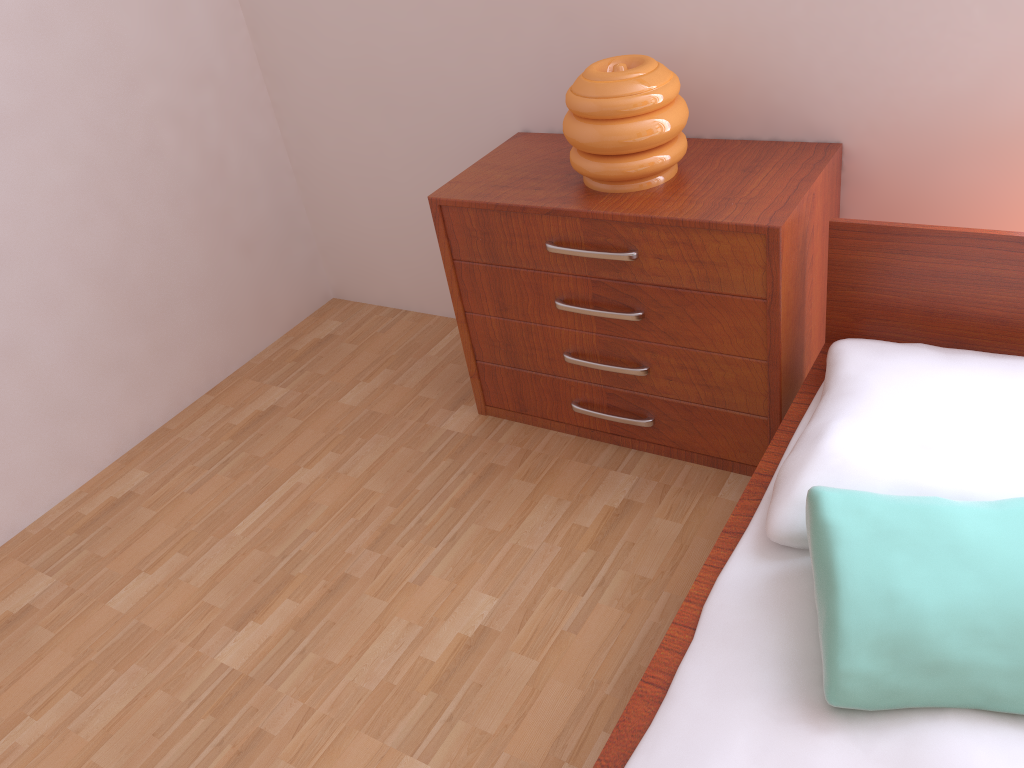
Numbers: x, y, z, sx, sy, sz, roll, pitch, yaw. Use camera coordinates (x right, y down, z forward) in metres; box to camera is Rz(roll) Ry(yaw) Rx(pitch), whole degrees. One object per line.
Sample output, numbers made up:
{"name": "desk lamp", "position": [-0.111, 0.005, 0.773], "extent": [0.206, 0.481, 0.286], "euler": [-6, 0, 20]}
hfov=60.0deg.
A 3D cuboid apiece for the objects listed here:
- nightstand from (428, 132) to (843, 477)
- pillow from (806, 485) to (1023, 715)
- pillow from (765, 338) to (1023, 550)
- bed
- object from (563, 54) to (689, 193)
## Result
{"name": "nightstand", "position": [0.300, -0.208, 2.121], "extent": [0.815, 0.626, 0.428], "euler": [12, 40, 31]}
{"name": "pillow", "position": [0.623, 0.278, 1.193], "extent": [0.425, 0.164, 0.334], "euler": [-4, 34, 12]}
{"name": "pillow", "position": [0.807, 0.121, 1.445], "extent": [0.682, 0.157, 0.574], "euler": [7, 38, 26]}
{"name": "bed", "position": [0.822, 0.584, 0.835], "extent": [1.632, 0.560, 1.990], "euler": [12, 40, 31]}
{"name": "object", "position": [0.239, -0.554, 1.876], "extent": [0.264, 0.244, 0.264], "euler": [-33, 39, -29]}
